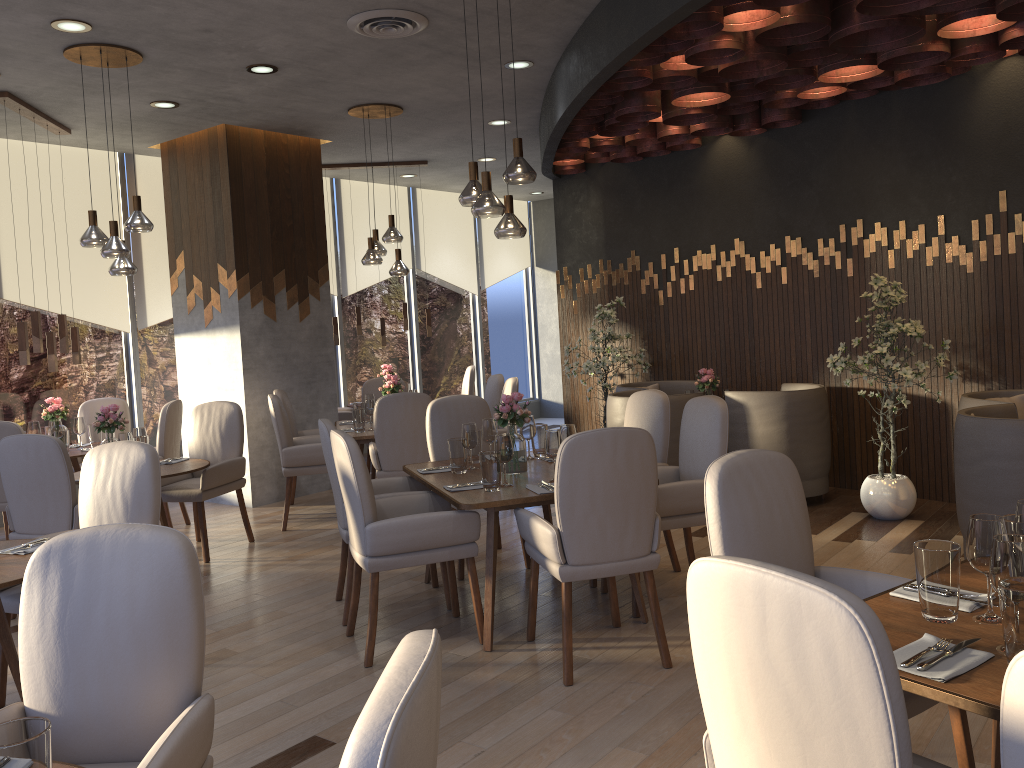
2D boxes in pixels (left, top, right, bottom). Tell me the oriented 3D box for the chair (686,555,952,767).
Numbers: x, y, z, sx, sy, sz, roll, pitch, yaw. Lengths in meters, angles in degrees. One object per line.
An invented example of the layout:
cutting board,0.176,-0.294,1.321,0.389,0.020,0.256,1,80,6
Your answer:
chair,0.680,0.775,1.653,0.600,0.999,0.528,-5,3,-33

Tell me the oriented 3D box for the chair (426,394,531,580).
chair,-0.225,0.579,5.319,0.528,0.999,0.600,-4,3,-21

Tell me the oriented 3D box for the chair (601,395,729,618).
chair,0.777,0.578,4.465,0.600,0.999,0.528,-4,3,-16

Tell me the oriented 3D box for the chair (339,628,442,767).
chair,-0.370,0.867,1.209,0.599,0.999,0.529,-3,2,4

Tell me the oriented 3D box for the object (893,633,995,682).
object,0.906,0.569,1.879,0.255,0.019,0.157,-6,5,-36

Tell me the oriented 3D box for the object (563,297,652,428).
object,0.839,0.014,8.122,0.788,1.614,0.747,-1,3,44

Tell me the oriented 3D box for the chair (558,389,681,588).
chair,0.582,0.553,5.000,0.600,0.999,0.528,-4,3,-23

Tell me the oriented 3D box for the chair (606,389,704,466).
chair,1.031,0.488,6.733,0.596,0.836,0.774,-5,3,-32

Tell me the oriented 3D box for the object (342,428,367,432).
object,-1.232,0.354,6.886,0.255,0.019,0.157,-4,4,-9

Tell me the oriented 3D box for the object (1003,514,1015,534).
object,1.331,0.436,2.297,0.102,0.178,0.102,-3,3,12

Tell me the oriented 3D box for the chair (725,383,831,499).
chair,2.030,0.443,6.537,0.775,0.836,0.595,-6,3,-37

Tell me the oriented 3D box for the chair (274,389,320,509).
chair,-1.628,0.524,7.329,0.600,0.999,0.529,-4,2,-8

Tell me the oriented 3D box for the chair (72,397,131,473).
chair,-3.423,0.632,7.295,0.528,0.999,0.600,-4,3,-5

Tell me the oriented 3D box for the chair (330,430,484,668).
chair,-0.492,0.681,4.052,0.600,0.999,0.528,-4,3,-21

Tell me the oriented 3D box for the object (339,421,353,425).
object,-1.324,0.321,7.451,0.255,0.019,0.157,-4,4,-9

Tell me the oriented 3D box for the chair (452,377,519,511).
chair,-0.223,0.462,7.021,0.600,0.999,0.529,-4,2,-8

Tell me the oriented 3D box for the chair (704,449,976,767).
chair,0.895,0.706,2.486,0.529,0.999,0.599,-5,3,-38

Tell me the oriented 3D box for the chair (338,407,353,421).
chair,-1.938,0.402,9.383,0.600,0.999,0.529,-4,2,-9

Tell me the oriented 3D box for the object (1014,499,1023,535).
object,1.295,0.412,2.192,0.092,0.244,0.092,-5,3,-32

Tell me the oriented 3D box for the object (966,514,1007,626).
object,1.113,0.431,2.069,0.092,0.244,0.092,-5,3,-35

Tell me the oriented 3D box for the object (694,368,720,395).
object,1.575,0.078,7.114,0.210,0.415,0.198,-3,2,16

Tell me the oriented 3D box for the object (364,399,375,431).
object,-1.088,0.238,6.812,0.092,0.244,0.092,-2,3,38

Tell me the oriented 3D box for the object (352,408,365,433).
object,-1.161,0.280,6.735,0.102,0.178,0.102,-4,3,-3

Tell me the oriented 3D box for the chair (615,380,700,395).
chair,1.207,0.415,7.645,0.775,0.836,0.595,-6,4,-42

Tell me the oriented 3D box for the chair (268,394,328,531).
chair,-1.523,0.556,6.773,0.600,0.999,0.528,-4,3,-14

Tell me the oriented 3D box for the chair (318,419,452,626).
chair,-0.666,0.654,4.591,0.600,0.999,0.528,-4,3,-16

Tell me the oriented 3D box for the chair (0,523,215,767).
chair,-0.930,0.855,1.871,0.528,0.999,0.600,-3,3,1

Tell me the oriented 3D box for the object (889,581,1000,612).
object,1.107,0.533,2.239,0.158,0.019,0.255,-6,5,-38

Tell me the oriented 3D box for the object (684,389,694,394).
object,1.442,0.168,7.174,0.092,0.244,0.092,-3,2,15

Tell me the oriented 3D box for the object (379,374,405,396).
object,-0.964,0.122,7.197,0.210,0.415,0.198,-3,2,16

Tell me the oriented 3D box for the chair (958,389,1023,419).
chair,2.981,0.476,5.227,0.775,0.836,0.596,-5,3,-22

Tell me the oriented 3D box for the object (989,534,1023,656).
object,1.065,0.447,1.880,0.092,0.244,0.092,-4,2,-16

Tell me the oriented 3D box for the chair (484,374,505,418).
chair,-0.350,0.432,7.576,0.600,0.999,0.528,-4,3,-16

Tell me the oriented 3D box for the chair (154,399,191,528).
chair,-2.790,0.635,6.702,0.600,0.999,0.529,-4,2,-5

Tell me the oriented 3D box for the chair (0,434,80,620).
chair,-2.447,0.736,4.924,0.528,0.999,0.601,-3,3,14

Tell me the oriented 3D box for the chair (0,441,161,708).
chair,-1.809,0.779,3.755,0.528,0.999,0.601,-3,3,20

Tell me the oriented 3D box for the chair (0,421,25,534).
chair,-3.360,0.717,6.006,0.528,0.999,0.600,-3,3,-2

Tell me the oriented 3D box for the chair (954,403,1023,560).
chair,2.550,0.557,4.416,0.595,0.836,0.775,-4,3,-12

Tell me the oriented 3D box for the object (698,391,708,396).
object,1.505,0.178,6.970,0.092,0.244,0.092,-3,2,12

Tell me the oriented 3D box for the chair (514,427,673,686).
chair,0.331,0.653,3.745,0.528,0.999,0.600,-4,3,-16

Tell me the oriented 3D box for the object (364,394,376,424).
object,-1.180,0.205,7.378,0.092,0.244,0.092,-3,2,16

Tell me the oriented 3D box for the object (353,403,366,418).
object,-1.253,0.247,7.300,0.102,0.178,0.102,-4,3,-3

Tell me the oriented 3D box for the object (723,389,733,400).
object,1.721,0.161,7.033,0.092,0.244,0.092,-4,2,-12

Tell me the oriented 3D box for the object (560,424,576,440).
object,0.280,0.323,4.378,0.092,0.244,0.092,-2,3,30

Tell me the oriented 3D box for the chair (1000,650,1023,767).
chair,1.002,0.788,1.189,0.600,0.999,0.528,-5,3,-38

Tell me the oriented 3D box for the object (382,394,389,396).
object,-1.053,0.187,7.526,0.092,0.244,0.092,-5,3,-32

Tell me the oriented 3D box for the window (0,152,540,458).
window,-2.710,-0.588,4.757,8.062,3.195,16.143,-4,4,-7

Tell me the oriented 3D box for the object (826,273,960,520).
object,2.512,0.071,5.840,0.789,1.614,0.746,-5,3,-25

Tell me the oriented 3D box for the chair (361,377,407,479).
chair,-1.101,0.449,7.981,0.528,0.999,0.600,-4,3,-14

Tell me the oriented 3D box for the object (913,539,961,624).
object,1.009,0.468,2.098,0.102,0.178,0.102,-5,3,-32

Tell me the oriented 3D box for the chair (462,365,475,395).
chair,-0.667,0.315,9.559,0.600,0.999,0.529,-4,2,-9

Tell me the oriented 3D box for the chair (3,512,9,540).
chair,-3.978,0.714,6.577,0.600,0.999,0.529,-4,2,-9

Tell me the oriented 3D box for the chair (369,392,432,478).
chair,-0.755,0.539,6.363,0.528,0.999,0.600,-4,3,-9

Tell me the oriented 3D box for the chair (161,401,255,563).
chair,-2.129,0.642,6.040,0.528,0.999,0.601,-3,3,15

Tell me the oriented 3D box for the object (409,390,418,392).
object,-0.836,0.172,7.555,0.092,0.244,0.092,-2,3,34

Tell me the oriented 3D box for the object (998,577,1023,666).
object,1.035,0.489,1.777,0.102,0.178,0.102,-5,3,-30

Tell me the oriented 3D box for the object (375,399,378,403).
object,-1.134,0.220,7.599,0.102,0.178,0.102,-4,3,-16
